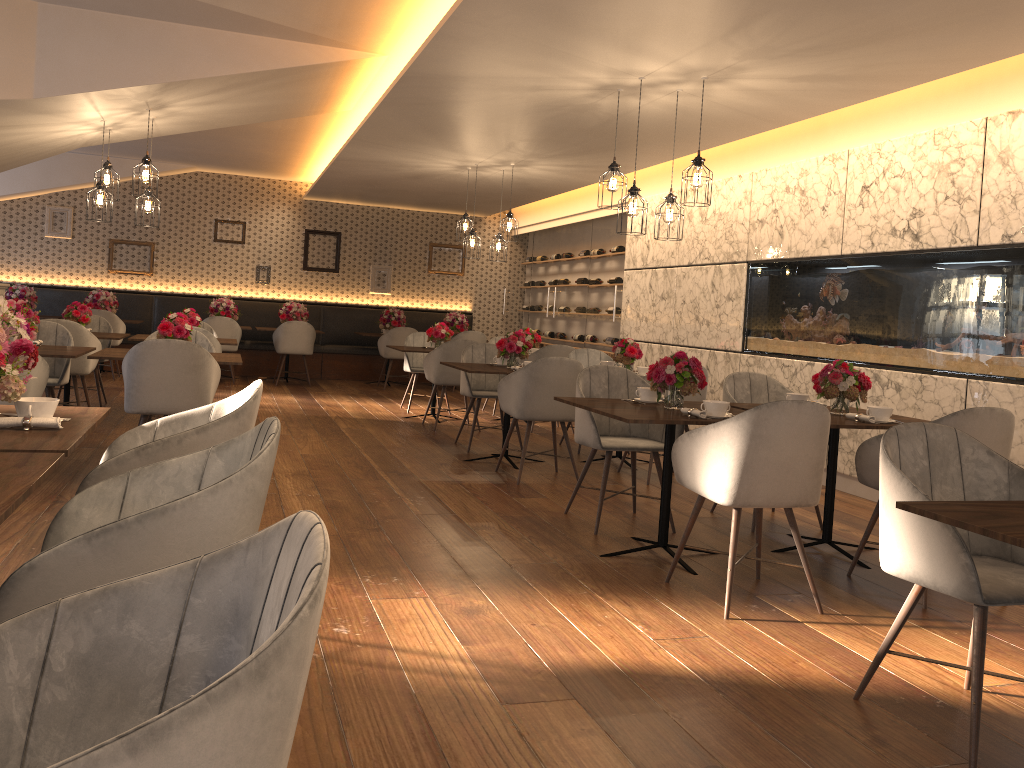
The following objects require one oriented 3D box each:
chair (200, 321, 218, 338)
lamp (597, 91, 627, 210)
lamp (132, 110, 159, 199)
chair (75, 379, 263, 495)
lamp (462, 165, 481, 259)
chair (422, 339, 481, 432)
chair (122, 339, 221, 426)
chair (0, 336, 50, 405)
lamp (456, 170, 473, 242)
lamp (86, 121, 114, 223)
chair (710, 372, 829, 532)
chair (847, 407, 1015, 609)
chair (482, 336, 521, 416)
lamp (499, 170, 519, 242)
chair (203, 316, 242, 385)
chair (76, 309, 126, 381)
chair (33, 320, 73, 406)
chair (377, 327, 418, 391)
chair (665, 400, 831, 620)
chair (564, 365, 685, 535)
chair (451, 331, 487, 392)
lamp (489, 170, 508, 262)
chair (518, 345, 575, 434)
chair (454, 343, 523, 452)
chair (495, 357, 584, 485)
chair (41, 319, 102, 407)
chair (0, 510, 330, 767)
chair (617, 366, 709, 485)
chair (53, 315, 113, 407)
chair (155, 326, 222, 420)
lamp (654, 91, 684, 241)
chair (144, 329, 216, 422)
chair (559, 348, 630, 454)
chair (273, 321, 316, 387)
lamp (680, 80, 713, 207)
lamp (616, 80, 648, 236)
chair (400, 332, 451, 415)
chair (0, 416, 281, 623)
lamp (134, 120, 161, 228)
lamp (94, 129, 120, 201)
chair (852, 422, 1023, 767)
[{"bbox_3d":[-3.197,-0.192,8.732,0.564,0.871,0.528,3,2,-18],"label":"chair"},{"bbox_3d":[0.724,-2.196,5.837,0.175,2.068,0.175,3,1,-17],"label":"lamp"},{"bbox_3d":[-2.654,-2.417,6.534,0.175,2.068,0.175,3,1,-17],"label":"lamp"},{"bbox_3d":[-1.078,0.413,2.774,0.526,0.871,0.566,3,2,-18],"label":"chair"},{"bbox_3d":[-0.355,-2.330,9.134,0.175,2.068,0.175,3,1,-17],"label":"lamp"},{"bbox_3d":[-0.551,-0.005,8.515,0.564,0.871,0.528,3,2,-18],"label":"chair"},{"bbox_3d":[-2.043,0.155,5.270,0.564,0.871,0.528,3,2,-18],"label":"chair"},{"bbox_3d":[-2.954,0.120,4.973,0.564,0.871,0.528,3,2,-18],"label":"chair"},{"bbox_3d":[-0.444,-2.554,9.442,0.175,2.068,0.175,3,1,-17],"label":"lamp"},{"bbox_3d":[-3.037,-2.255,6.630,0.175,2.068,0.175,3,1,-17],"label":"lamp"},{"bbox_3d":[1.522,0.382,5.273,0.564,0.871,0.528,3,2,-18],"label":"chair"},{"bbox_3d":[1.917,0.507,4.006,0.564,0.871,0.528,3,2,-18],"label":"chair"},{"bbox_3d":[-0.034,-0.096,10.080,0.564,0.871,0.528,3,2,-18],"label":"chair"},{"bbox_3d":[0.028,-2.492,9.039,0.175,2.068,0.175,3,1,-17],"label":"lamp"},{"bbox_3d":[-3.812,-0.449,11.496,0.564,0.871,0.528,3,2,-18],"label":"chair"},{"bbox_3d":[-5.156,-0.500,11.058,0.564,0.871,0.528,3,2,-18],"label":"chair"},{"bbox_3d":[-3.392,-0.007,6.225,0.564,0.871,0.528,3,2,-18],"label":"chair"},{"bbox_3d":[-1.557,-0.362,12.232,0.564,0.871,0.528,3,2,-18],"label":"chair"},{"bbox_3d":[1.006,0.472,3.709,0.564,0.871,0.528,3,2,-18],"label":"chair"},{"bbox_3d":[0.612,0.347,4.976,0.564,0.871,0.528,3,2,-18],"label":"chair"},{"bbox_3d":[-0.646,-0.328,12.529,0.564,0.871,0.528,3,2,-18],"label":"chair"},{"bbox_3d":[-0.085,-2.330,9.355,0.175,2.068,0.175,3,1,-17],"label":"lamp"},{"bbox_3d":[0.360,0.029,8.812,0.564,0.871,0.528,3,2,-18],"label":"chair"},{"bbox_3d":[-0.182,0.104,7.427,0.564,0.871,0.528,3,2,-18],"label":"chair"},{"bbox_3d":[0.212,0.229,6.160,0.564,0.871,0.528,3,2,-18],"label":"chair"},{"bbox_3d":[-3.669,-0.100,7.182,0.564,0.871,0.528,3,2,-18],"label":"chair"},{"bbox_3d":[-0.499,0.590,0.989,0.526,0.871,0.566,3,2,-18],"label":"chair"},{"bbox_3d":[1.123,0.264,6.457,0.564,0.871,0.528,3,2,-18],"label":"chair"},{"bbox_3d":[-4.108,-0.226,8.434,0.564,0.871,0.528,3,2,-18],"label":"chair"},{"bbox_3d":[-2.759,-0.065,7.479,0.564,0.871,0.528,3,2,-18],"label":"chair"},{"bbox_3d":[1.082,-1.972,5.750,0.175,2.068,0.175,3,1,-17],"label":"lamp"},{"bbox_3d":[-2.482,0.028,6.522,0.564,0.871,0.528,3,2,-18],"label":"chair"},{"bbox_3d":[0.728,0.139,7.724,0.564,0.871,0.528,3,2,-18],"label":"chair"},{"bbox_3d":[-2.901,-0.414,11.793,0.564,0.871,0.528,3,2,-18],"label":"chair"},{"bbox_3d":[1.196,-2.134,5.433,0.175,2.068,0.175,3,1,-17],"label":"lamp"},{"bbox_3d":[0.813,-1.972,5.529,0.175,2.068,0.175,3,1,-17],"label":"lamp"},{"bbox_3d":[-0.945,-0.130,9.783,0.564,0.871,0.528,3,2,-18],"label":"chair"},{"bbox_3d":[-0.789,0.502,1.882,0.526,0.871,0.566,3,2,-18],"label":"chair"},{"bbox_3d":[-2.767,-2.255,6.850,0.175,2.068,0.175,3,1,-17],"label":"lamp"},{"bbox_3d":[-3.126,-2.479,6.938,0.175,2.068,0.175,3,1,-17],"label":"lamp"},{"bbox_3d":[1.375,0.582,2.621,0.564,0.871,0.528,3,2,-18],"label":"chair"}]
